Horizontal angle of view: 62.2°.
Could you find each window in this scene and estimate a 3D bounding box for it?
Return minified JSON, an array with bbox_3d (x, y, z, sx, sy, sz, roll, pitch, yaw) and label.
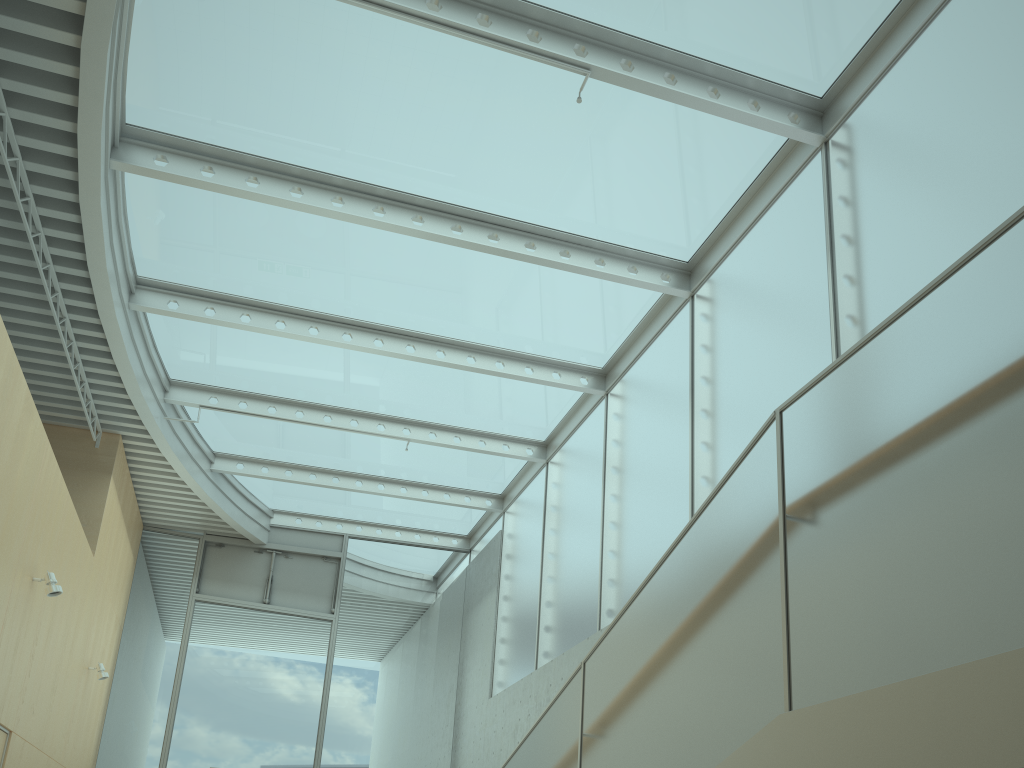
[{"bbox_3d":[-1.093,1.729,6.879,4.849,5.725,17.273,10,-30,-14],"label":"window"},{"bbox_3d":[1.057,0.881,7.955,0.030,2.515,17.079,9,-31,-15],"label":"window"},{"bbox_3d":[-3.087,4.812,11.877,4.934,5.742,0.118,12,-19,-17],"label":"window"}]

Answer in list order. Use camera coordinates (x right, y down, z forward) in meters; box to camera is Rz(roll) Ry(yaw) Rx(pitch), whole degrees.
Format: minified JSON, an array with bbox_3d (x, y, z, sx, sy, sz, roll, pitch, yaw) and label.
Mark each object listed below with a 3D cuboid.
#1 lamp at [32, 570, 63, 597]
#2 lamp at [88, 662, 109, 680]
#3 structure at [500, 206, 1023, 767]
[{"bbox_3d":[-3.564,1.528,6.522,0.243,0.179,0.148,23,-30,-33],"label":"lamp"},{"bbox_3d":[-4.573,3.174,9.399,0.243,0.179,0.148,23,-30,-33],"label":"lamp"},{"bbox_3d":[2.007,0.256,1.514,1.910,3.849,13.763,9,-30,-14],"label":"structure"}]
